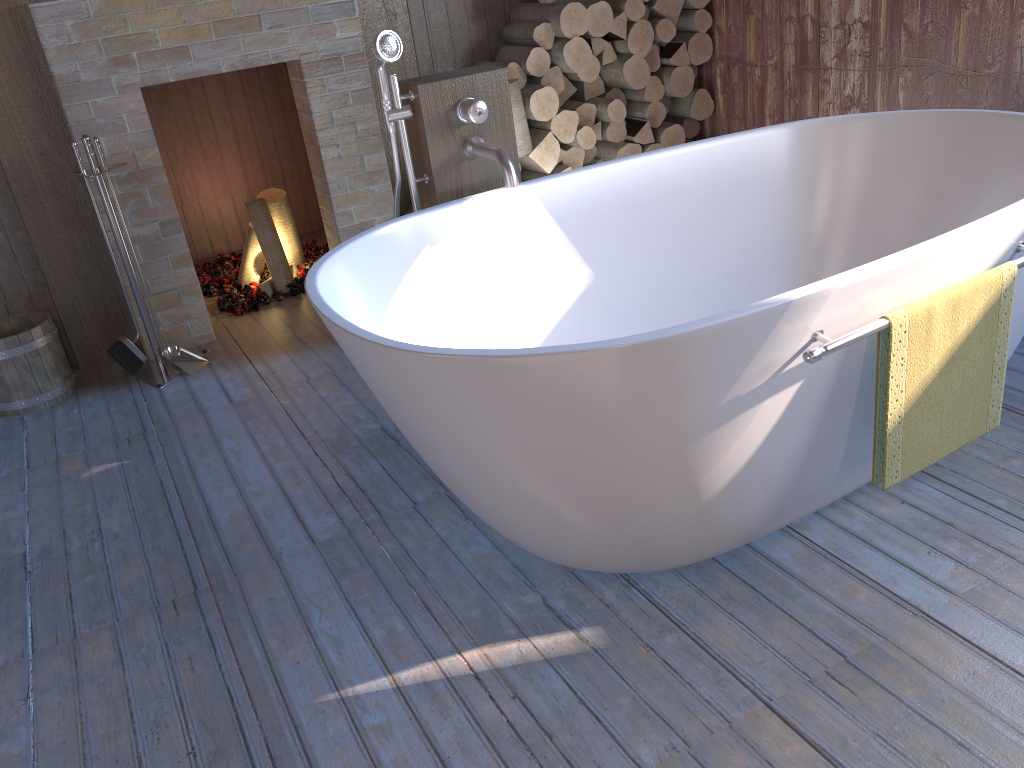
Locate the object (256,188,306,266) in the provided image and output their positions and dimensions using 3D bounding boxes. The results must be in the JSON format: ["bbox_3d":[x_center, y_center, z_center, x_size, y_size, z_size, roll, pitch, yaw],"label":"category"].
[{"bbox_3d":[-1.092,-0.709,4.234,0.140,0.459,0.266,-11,25,-6],"label":"object"}]

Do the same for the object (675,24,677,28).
[{"bbox_3d":[0.648,-1.634,4.011,0.088,0.092,0.280,-19,27,-21],"label":"object"}]

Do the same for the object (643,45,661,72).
[{"bbox_3d":[0.524,-1.450,3.943,0.111,0.118,0.302,-20,27,-22],"label":"object"}]

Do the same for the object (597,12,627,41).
[{"bbox_3d":[0.338,-1.527,3.822,0.109,0.124,0.424,-20,27,-22],"label":"object"}]

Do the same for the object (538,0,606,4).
[{"bbox_3d":[0.247,-1.614,3.618,0.302,0.157,0.121,-19,27,-21],"label":"object"}]

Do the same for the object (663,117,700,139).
[{"bbox_3d":[0.754,-1.244,4.235,0.114,0.113,0.301,-20,28,-24],"label":"object"}]

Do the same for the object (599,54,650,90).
[{"bbox_3d":[0.421,-1.387,3.927,0.141,0.143,0.437,-20,28,-23],"label":"object"}]

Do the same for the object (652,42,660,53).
[{"bbox_3d":[0.581,-1.496,3.958,0.065,0.069,0.177,-20,27,-22],"label":"object"}]

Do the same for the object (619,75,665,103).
[{"bbox_3d":[0.546,-1.333,3.988,0.114,0.113,0.301,-20,28,-24],"label":"object"}]

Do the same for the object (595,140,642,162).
[{"bbox_3d":[0.410,-1.064,4.069,0.139,0.148,0.458,-19,27,-21],"label":"object"}]

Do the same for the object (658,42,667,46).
[{"bbox_3d":[0.627,-1.547,3.965,0.067,0.069,0.177,-19,27,-21],"label":"object"}]

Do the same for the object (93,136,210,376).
[{"bbox_3d":[-1.322,-0.447,3.169,0.206,0.871,0.126,0,26,17],"label":"object"}]

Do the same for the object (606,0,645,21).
[{"bbox_3d":[0.407,-1.618,3.824,0.102,0.109,0.438,-19,27,-21],"label":"object"}]

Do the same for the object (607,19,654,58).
[{"bbox_3d":[0.442,-1.511,3.891,0.136,0.157,0.439,-19,27,-21],"label":"object"}]

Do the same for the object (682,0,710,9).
[{"bbox_3d":[0.697,-1.744,3.946,0.147,0.152,0.439,-19,27,-21],"label":"object"}]

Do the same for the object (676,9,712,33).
[{"bbox_3d":[0.722,-1.639,3.996,0.102,0.109,0.438,-19,27,-21],"label":"object"}]

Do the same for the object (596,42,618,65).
[{"bbox_3d":[0.351,-1.451,3.868,0.085,0.096,0.280,-19,27,-21],"label":"object"}]

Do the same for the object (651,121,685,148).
[{"bbox_3d":[0.618,-1.163,4.133,0.138,0.147,0.440,-19,27,-21],"label":"object"}]

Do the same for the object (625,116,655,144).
[{"bbox_3d":[0.479,-1.167,4.043,0.115,0.112,0.423,-19,27,-21],"label":"object"}]

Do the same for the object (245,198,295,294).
[{"bbox_3d":[-1.084,-0.615,4.000,0.098,0.434,0.283,-20,28,-23],"label":"object"}]

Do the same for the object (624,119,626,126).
[{"bbox_3d":[0.454,-1.185,4.007,0.054,0.056,0.146,-19,27,-21],"label":"object"}]

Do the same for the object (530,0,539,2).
[{"bbox_3d":[0.179,-1.690,3.789,0.113,0.130,0.291,-19,27,-21],"label":"object"}]

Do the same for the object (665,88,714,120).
[{"bbox_3d":[0.741,-1.324,4.156,0.139,0.137,0.455,-20,28,-23],"label":"object"}]

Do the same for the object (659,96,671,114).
[{"bbox_3d":[0.604,-1.313,4.179,0.118,0.106,0.319,-20,28,-24],"label":"object"}]

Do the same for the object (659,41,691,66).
[{"bbox_3d":[0.629,-1.493,4.002,0.115,0.112,0.423,-19,27,-21],"label":"object"}]

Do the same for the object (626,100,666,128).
[{"bbox_3d":[0.564,-1.236,4.031,0.116,0.117,0.289,-20,28,-24],"label":"object"}]

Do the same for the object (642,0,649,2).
[{"bbox_3d":[0.464,-1.714,3.824,0.143,0.151,0.440,-19,27,-21],"label":"object"}]

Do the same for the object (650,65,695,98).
[{"bbox_3d":[0.640,-1.391,4.057,0.137,0.133,0.437,-20,28,-23],"label":"object"}]

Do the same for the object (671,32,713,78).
[{"bbox_3d":[0.731,-1.490,4.071,0.137,0.256,0.439,-19,27,-21],"label":"object"}]

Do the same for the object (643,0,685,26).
[{"bbox_3d":[0.559,-1.663,3.931,0.172,0.151,0.482,-19,27,-21],"label":"object"}]

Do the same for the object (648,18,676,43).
[{"bbox_3d":[0.553,-1.569,3.927,0.102,0.109,0.438,-19,27,-21],"label":"object"}]

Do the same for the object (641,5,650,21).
[{"bbox_3d":[0.487,-1.593,3.857,0.095,0.090,0.278,-19,27,-20],"label":"object"}]

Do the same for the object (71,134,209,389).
[{"bbox_3d":[-1.418,-0.446,3.193,0.276,0.888,0.333,-1,26,16],"label":"object"}]

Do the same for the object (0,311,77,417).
[{"bbox_3d":[-1.788,-0.074,3.226,0.309,0.290,0.308,-15,26,-12],"label":"object"}]

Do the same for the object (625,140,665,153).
[{"bbox_3d":[0.537,-1.078,4.122,0.135,0.145,0.439,-19,27,-21],"label":"object"}]

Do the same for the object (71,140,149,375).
[{"bbox_3d":[-1.458,-0.417,3.120,0.062,0.846,0.136,16,35,42],"label":"object"}]
